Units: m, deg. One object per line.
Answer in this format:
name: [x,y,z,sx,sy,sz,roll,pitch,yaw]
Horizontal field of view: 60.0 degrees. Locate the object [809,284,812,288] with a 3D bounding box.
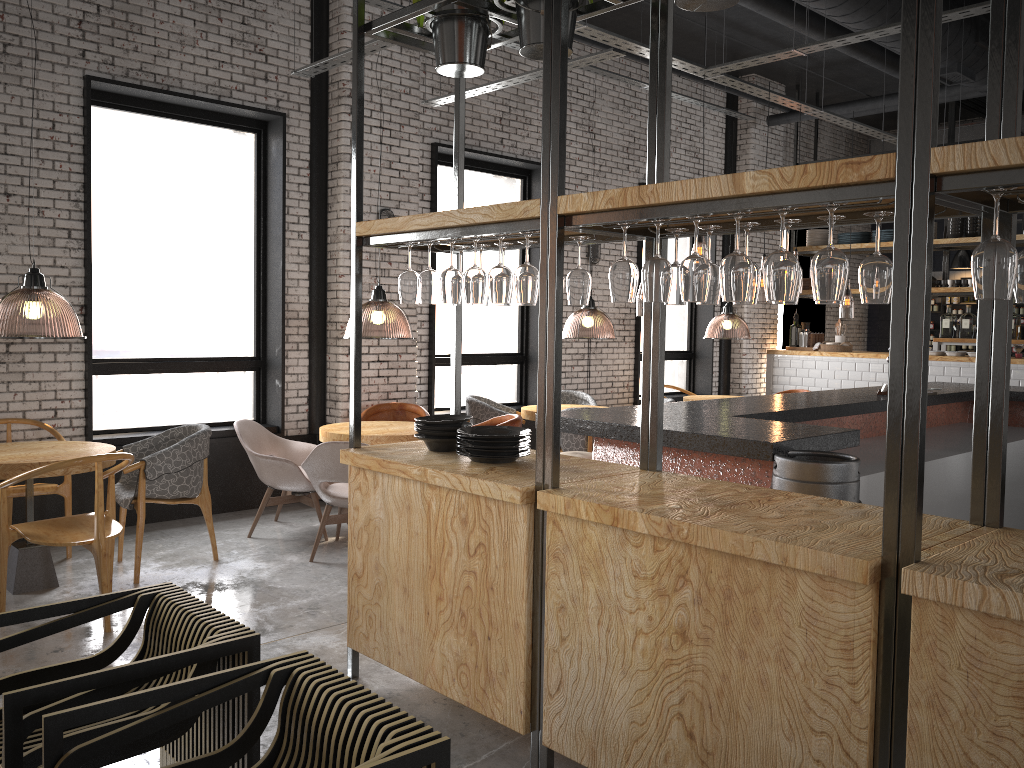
object: [4.330,-1.395,12.662,0.168,0.053,0.157,-3,5,-43]

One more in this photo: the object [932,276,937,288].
object: [5.413,-1.337,11.518,0.203,0.212,0.203,1,3,-6]

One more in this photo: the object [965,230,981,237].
object: [5.717,-1.840,10.986,0.196,0.104,0.197,1,4,-7]

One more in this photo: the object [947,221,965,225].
object: [5.573,-1.985,11.131,0.196,0.100,0.197,2,4,12]

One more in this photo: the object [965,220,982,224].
object: [5.716,-1.973,10.976,0.196,0.102,0.197,-1,4,-33]

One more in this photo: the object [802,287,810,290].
object: [4.132,-1.343,12.501,0.168,0.053,0.157,-3,5,-43]

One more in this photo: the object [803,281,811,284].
object: [4.134,-1.424,12.497,0.168,0.053,0.157,-3,5,-43]

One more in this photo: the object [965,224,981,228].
object: [5.716,-1.929,10.975,0.196,0.107,0.196,2,4,18]

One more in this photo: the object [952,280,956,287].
object: [5.515,-1.245,11.057,0.072,0.097,0.072,-2,4,-42]

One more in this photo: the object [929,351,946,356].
object: [5.135,-0.373,10.728,0.324,0.055,0.216,-3,5,-43]

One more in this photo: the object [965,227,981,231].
object: [5.717,-1.884,10.982,0.196,0.101,0.197,-1,4,-24]

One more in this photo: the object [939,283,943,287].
object: [5.409,-1.255,11.170,0.072,0.097,0.072,-2,4,-44]

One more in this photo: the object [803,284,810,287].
object: [4.133,-1.388,12.499,0.168,0.053,0.157,-3,5,-43]

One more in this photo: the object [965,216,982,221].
object: [5.717,-2.017,10.974,0.196,0.102,0.196,4,5,40]

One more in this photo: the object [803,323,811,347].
object: [4.043,-0.655,12.130,0.107,0.367,0.070,-2,4,-44]

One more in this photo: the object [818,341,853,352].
object: [4.302,-0.492,11.794,0.437,0.156,0.420,2,4,19]

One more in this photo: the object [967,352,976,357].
object: [5.464,-0.344,10.390,0.324,0.055,0.216,-3,5,-43]

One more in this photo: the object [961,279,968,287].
object: [5.539,-1.232,10.861,0.072,0.097,0.072,-1,4,-34]

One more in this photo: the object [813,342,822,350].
object: [4.178,-0.500,11.854,0.283,0.110,0.187,1,4,-7]

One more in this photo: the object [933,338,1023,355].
object: [5.721,-0.260,10.582,0.315,0.551,1.251,-2,5,-43]

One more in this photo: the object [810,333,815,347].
object: [4.091,-0.576,12.067,0.056,0.248,0.056,1,3,9]

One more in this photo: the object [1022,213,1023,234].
object: [6.097,-1.986,10.495,0.098,0.470,0.098,0,3,-21]

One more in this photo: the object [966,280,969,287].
object: [5.624,-1.236,10.941,0.072,0.097,0.072,1,3,6]

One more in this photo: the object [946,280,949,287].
object: [5.462,-1.250,11.114,0.072,0.097,0.072,3,4,33]

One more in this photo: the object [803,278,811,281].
object: [4.135,-1.465,12.495,0.168,0.053,0.157,-3,5,-43]

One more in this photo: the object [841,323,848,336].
object: [4.417,-0.633,11.845,0.076,0.358,0.124,0,3,-28]

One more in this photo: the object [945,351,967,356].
object: [5.285,-0.360,10.549,0.324,0.059,0.216,-3,5,-43]

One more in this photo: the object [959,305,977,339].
object: [5.534,-0.753,10.755,0.154,0.404,0.154,-2,4,-44]

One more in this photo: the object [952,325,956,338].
object: [5.390,-0.639,10.806,0.032,0.163,0.080,2,3,18]

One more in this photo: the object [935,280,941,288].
object: [5.323,-1.251,11.090,0.072,0.097,0.072,0,3,-20]

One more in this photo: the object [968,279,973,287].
object: [5.593,-1.227,10.803,0.072,0.097,0.072,0,3,-11]

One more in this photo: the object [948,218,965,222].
object: [5.575,-2.030,11.123,0.196,0.107,0.196,0,4,-15]

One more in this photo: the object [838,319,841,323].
object: [4.407,-0.731,11.925,0.017,0.289,0.090,1,3,-6]

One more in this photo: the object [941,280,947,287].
object: [5.376,-1.246,11.034,0.072,0.097,0.072,0,3,-21]

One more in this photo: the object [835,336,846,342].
object: [4.394,-0.546,11.874,0.129,0.204,0.129,1,3,-8]

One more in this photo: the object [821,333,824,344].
object: [4.281,-0.585,12.246,0.056,0.248,0.056,1,3,9]

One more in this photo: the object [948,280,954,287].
object: [5.430,-1.241,10.977,0.072,0.097,0.072,1,3,-3]

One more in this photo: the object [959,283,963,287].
object: [5.571,-1.240,10.997,0.072,0.097,0.072,0,3,-15]

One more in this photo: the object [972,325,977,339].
object: [5.564,-0.625,10.644,0.077,0.163,0.039,1,3,1]

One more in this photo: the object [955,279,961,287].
object: [5.486,-1.236,10.917,0.072,0.097,0.072,0,3,-23]

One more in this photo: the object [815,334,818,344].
object: [4.154,-0.579,12.127,0.056,0.248,0.056,1,3,9]

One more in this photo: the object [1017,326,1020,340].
object: [5.879,-0.595,10.285,0.024,0.163,0.062,3,4,37]

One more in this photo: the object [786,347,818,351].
object: [4.076,-0.486,12.249,0.411,0.050,0.412,-3,5,-44]

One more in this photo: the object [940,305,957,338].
object: [5.382,-0.768,10.930,0.154,0.404,0.154,-2,4,-44]

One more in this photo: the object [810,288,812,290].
object: [4.329,-1.350,12.664,0.168,0.053,0.157,-3,5,-43]

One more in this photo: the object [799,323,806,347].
object: [3.997,-0.659,12.177,0.107,0.367,0.070,-2,4,-44]

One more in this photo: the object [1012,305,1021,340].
object: [5.870,-0.724,10.404,0.154,0.404,0.154,-2,4,-44]

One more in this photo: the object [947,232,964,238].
object: [5.572,-1.853,11.139,0.196,0.102,0.197,-1,4,-31]

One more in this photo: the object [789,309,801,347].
object: [3.919,-0.758,12.238,0.157,0.553,0.106,-2,4,-44]

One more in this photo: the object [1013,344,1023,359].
object: [5.765,-0.373,10.088,0.112,0.165,0.122,0,3,-9]

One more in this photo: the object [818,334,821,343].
object: [4.217,-0.582,12.186,0.056,0.248,0.056,1,3,9]
